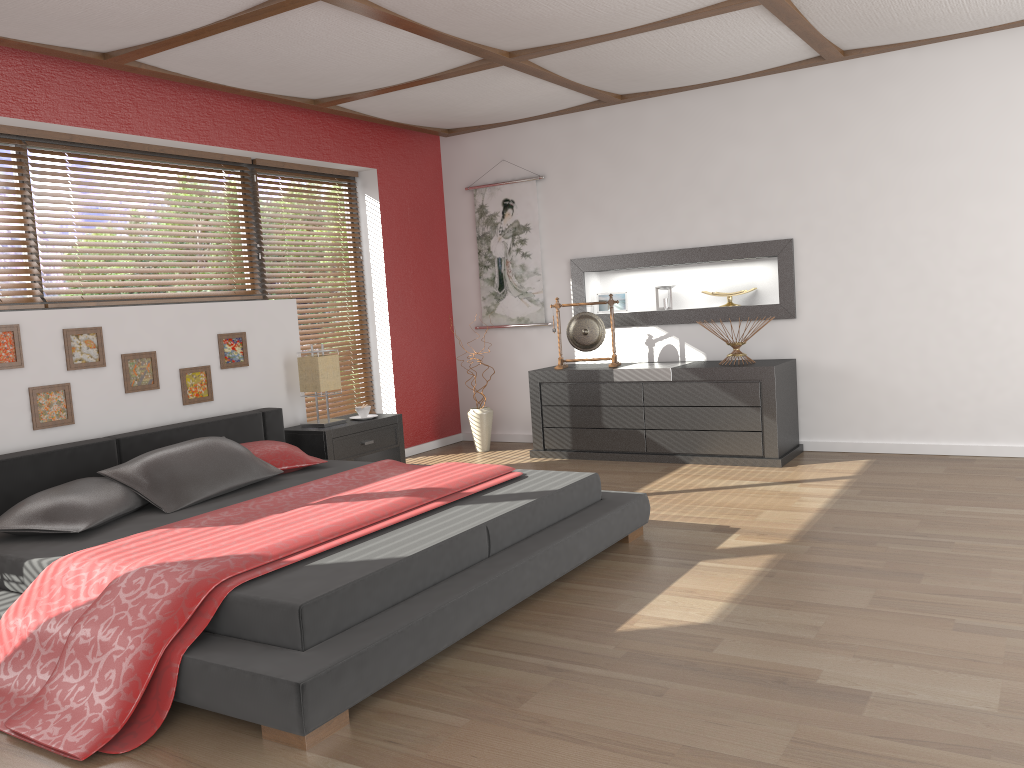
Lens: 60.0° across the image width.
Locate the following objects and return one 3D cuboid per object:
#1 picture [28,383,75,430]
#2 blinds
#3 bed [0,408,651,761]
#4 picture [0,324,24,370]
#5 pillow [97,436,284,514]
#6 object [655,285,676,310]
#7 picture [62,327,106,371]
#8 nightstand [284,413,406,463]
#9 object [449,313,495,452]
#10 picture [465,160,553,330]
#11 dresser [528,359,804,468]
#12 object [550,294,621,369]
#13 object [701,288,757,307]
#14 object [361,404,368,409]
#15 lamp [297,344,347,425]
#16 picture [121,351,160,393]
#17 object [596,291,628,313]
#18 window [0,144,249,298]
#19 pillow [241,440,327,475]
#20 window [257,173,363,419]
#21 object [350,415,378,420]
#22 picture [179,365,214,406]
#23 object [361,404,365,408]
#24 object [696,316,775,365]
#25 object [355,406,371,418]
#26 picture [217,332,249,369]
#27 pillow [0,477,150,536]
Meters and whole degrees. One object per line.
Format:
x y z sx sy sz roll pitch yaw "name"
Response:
-2.169 0.105 4.181 0.010 0.200 0.200 -1 6 32 "picture"
-2.335 -0.233 4.461 0.032 1.952 4.840 -1 6 32 "blinds"
-1.051 0.543 3.613 2.413 0.577 2.469 -1 6 32 "bed"
-2.299 -0.163 3.976 0.010 0.200 0.200 -1 6 32 "picture"
-1.450 0.387 4.070 0.386 0.241 0.744 -1 6 27 "pillow"
1.092 -0.612 6.301 0.159 0.171 0.159 -5 5 -9 "object"
-2.083 -0.174 4.324 0.010 0.200 0.200 -1 6 32 "picture"
-1.040 0.443 5.525 0.413 0.423 0.700 -1 6 32 "nightstand"
-0.285 -0.008 6.519 0.364 1.035 0.422 -3 5 7 "object"
-0.030 -1.062 6.748 0.701 1.270 0.028 -1 6 32 "picture"
0.985 0.174 5.937 1.740 0.608 0.540 -1 6 32 "dresser"
0.511 -0.365 6.131 0.490 0.498 0.173 -2 5 17 "object"
1.483 -0.586 6.042 0.350 0.116 0.181 -2 6 22 "object"
-0.927 0.141 5.576 0.007 0.007 0.192 -4 5 1 "object"
-1.167 -0.001 5.404 0.200 0.480 0.200 -1 6 32 "lamp"
-1.919 -0.062 4.585 0.010 0.200 0.200 -1 6 32 "picture"
0.732 -0.597 6.487 0.226 0.146 0.041 -3 5 12 "object"
-2.430 -0.807 4.447 0.020 0.786 2.817 -1 6 32 "window"
-1.356 0.394 4.486 0.745 0.172 0.418 -8 7 -39 "pillow"
-1.372 -0.489 6.142 0.020 1.893 0.889 -1 6 32 "window"
-0.934 0.211 5.594 0.179 0.012 0.179 -7 6 -33 "object"
-1.735 0.006 4.880 0.010 0.200 0.200 -1 6 32 "picture"
-0.942 0.140 5.594 0.007 0.007 0.192 -4 5 -4 "object"
1.415 -0.270 5.597 0.481 0.282 0.481 -4 5 -2 "object"
-0.937 0.179 5.591 0.099 0.069 0.099 -7 6 -33 "object"
-1.602 -0.193 5.098 0.010 0.200 0.200 -1 6 32 "picture"
-1.788 0.497 3.688 0.418 0.172 0.745 -3 5 7 "pillow"
